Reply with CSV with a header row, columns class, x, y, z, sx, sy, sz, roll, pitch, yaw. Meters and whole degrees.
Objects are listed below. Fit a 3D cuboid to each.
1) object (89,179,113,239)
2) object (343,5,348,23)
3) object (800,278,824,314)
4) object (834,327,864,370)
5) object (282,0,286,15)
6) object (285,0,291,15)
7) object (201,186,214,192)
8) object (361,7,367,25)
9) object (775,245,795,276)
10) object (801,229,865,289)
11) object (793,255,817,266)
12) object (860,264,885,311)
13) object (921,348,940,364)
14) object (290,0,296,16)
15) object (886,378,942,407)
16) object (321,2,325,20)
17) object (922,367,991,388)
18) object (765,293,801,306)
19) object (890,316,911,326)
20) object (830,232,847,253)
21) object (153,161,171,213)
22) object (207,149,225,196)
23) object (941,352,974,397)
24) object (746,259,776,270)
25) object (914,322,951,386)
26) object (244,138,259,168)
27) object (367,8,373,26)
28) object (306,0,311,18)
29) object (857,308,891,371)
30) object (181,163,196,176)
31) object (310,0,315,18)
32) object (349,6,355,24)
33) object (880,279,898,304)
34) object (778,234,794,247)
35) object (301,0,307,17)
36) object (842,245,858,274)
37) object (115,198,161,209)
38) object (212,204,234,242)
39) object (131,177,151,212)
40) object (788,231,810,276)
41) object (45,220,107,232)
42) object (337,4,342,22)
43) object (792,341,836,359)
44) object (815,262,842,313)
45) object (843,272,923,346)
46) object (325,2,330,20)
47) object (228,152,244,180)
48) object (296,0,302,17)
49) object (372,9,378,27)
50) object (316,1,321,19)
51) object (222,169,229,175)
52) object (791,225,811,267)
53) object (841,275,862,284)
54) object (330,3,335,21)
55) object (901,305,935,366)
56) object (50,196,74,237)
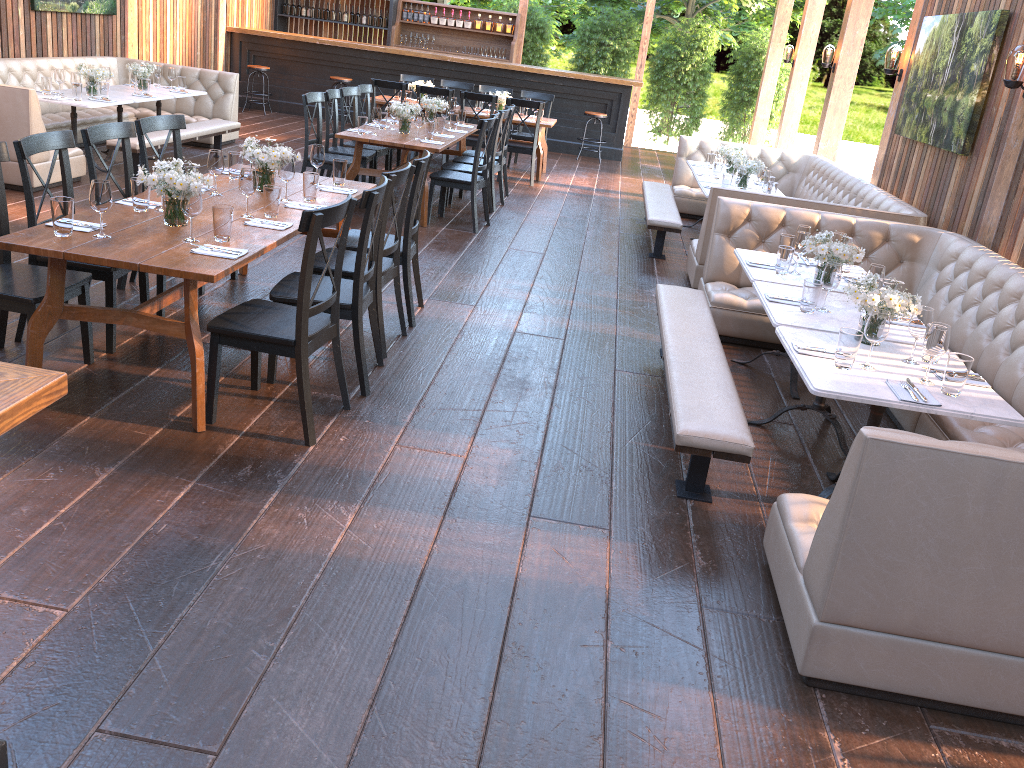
class,x,y,z,sx,sy,sz,roll,pitch,yaw
object,-1.758,-0.748,3.785,0.092,0.239,0.094,3,20,-14
object,-3.043,-6.776,16.190,0.094,0.302,0.096,8,19,2
object,1.453,-0.426,4.310,0.092,0.155,0.094,5,20,-9
object,1.348,-0.139,3.558,0.092,0.155,0.094,5,20,-9
object,-4.201,-6.990,16.340,0.094,0.302,0.096,5,19,-8
object,-4.114,-6.952,16.274,0.094,0.302,0.096,11,19,9
object,-1.787,-1.115,4.994,0.255,0.018,0.161,9,22,4
object,-2.707,-6.727,16.178,0.094,0.302,0.096,-3,22,-30
object,1.545,-0.700,5.027,0.092,0.155,0.094,5,20,-9
object,1.733,-0.673,4.822,0.338,0.303,0.334,15,22,20
object,1.817,-0.755,5.440,0.157,0.018,0.260,9,22,4
object,1.808,-0.478,4.443,0.092,0.239,0.094,-6,24,-35
object,1.807,-0.170,3.789,0.092,0.155,0.094,5,20,-9
object,-4.023,-6.940,16.276,0.094,0.302,0.096,-3,22,-29
object,1.537,0.022,3.404,0.157,0.018,0.260,9,22,4
object,-3.460,-6.855,16.249,0.095,0.302,0.095,18,22,29
object,1.824,-0.037,3.647,0.255,0.018,0.161,9,22,4
object,1.417,-0.429,4.492,0.255,0.018,0.161,9,22,4
object,1.919,-0.319,4.382,0.255,0.018,0.161,9,22,4
object,1.901,-0.767,5.197,0.092,0.239,0.094,10,19,7
object,-1.721,-0.970,4.356,0.092,0.239,0.094,8,19,2
object,-1.625,-1.159,4.855,0.093,0.239,0.093,-9,25,-40
object,1.712,-0.034,3.415,0.092,0.155,0.094,5,20,-9
object,1.507,-0.702,5.203,0.255,0.018,0.161,9,22,4
object,1.665,-0.119,3.500,0.092,0.239,0.094,-6,24,-35
object,-1.587,-1.370,5.397,0.093,0.239,0.093,18,22,28
object,-2.597,-6.715,16.185,0.095,0.302,0.095,16,21,24
object,-3.740,-6.913,16.302,0.094,0.302,0.096,-3,22,-30
object,1.467,-0.180,3.586,0.092,0.239,0.094,-6,24,-35
object,-1.767,-1.115,4.813,0.092,0.155,0.093,-3,22,-27
object,-3.655,-6.877,16.239,0.095,0.302,0.095,16,21,24
object,-2.927,-6.766,16.204,0.095,0.302,0.095,19,22,30
object,1.904,-0.450,4.521,0.092,0.155,0.094,5,20,-9
object,1.663,-0.827,5.384,0.093,0.155,0.092,24,25,38
object,-3.828,-6.922,16.294,0.094,0.302,0.096,8,19,2
object,1.998,-0.742,5.281,0.092,0.155,0.094,5,20,-9
object,-1.859,-0.918,4.486,0.255,0.018,0.161,9,22,4
object,-1.303,-0.722,3.987,0.092,0.155,0.093,15,21,19
object,-1.805,-0.920,4.303,0.092,0.155,0.093,19,22,29
object,1.644,-0.749,5.068,0.092,0.239,0.094,-6,24,-35
object,-1.917,-0.709,3.934,0.255,0.018,0.161,9,22,4
object,-3.160,-6.802,16.216,0.094,0.302,0.096,9,19,4
object,1.319,-0.142,3.741,0.255,0.018,0.161,9,22,4
object,1.559,-0.475,4.356,0.092,0.239,0.094,-6,24,-35
object,1.618,-0.325,3.913,0.337,0.303,0.334,13,21,15
object,-3.379,-6.827,16.206,0.094,0.302,0.096,9,19,5
object,-1.676,-1.321,5.359,0.093,0.155,0.092,24,25,38
object,-3.922,-6.938,16.304,0.095,0.302,0.095,19,22,30
object,-2.498,-6.688,16.150,0.094,0.302,0.096,8,19,0
object,-3.553,-6.876,16.270,0.094,0.302,0.096,8,19,0
object,-1.715,-1.328,5.549,0.255,0.018,0.161,9,22,4
object,1.722,-0.824,5.282,0.092,0.239,0.094,-6,24,-35
object,2.008,-0.605,5.127,0.255,0.018,0.161,9,22,4
object,-3.276,-6.803,16.181,0.094,0.302,0.096,3,19,-13
object,1.710,-0.205,3.728,0.092,0.239,0.094,-6,24,-35
object,-1.904,-0.707,3.750,0.092,0.155,0.093,19,22,29
